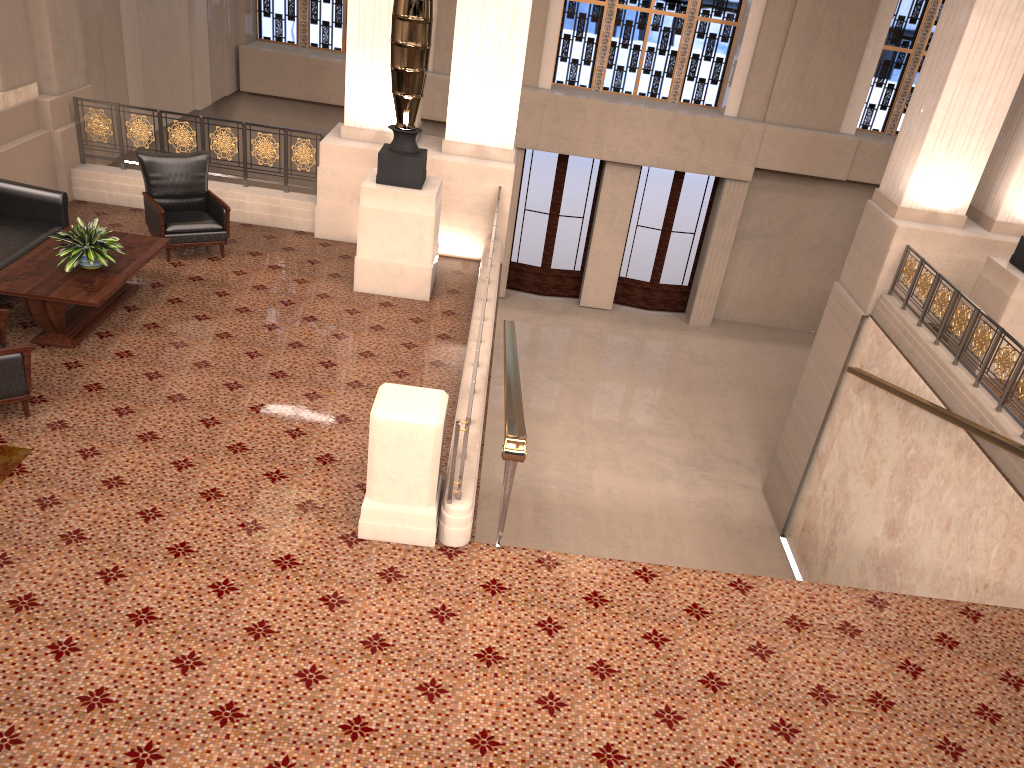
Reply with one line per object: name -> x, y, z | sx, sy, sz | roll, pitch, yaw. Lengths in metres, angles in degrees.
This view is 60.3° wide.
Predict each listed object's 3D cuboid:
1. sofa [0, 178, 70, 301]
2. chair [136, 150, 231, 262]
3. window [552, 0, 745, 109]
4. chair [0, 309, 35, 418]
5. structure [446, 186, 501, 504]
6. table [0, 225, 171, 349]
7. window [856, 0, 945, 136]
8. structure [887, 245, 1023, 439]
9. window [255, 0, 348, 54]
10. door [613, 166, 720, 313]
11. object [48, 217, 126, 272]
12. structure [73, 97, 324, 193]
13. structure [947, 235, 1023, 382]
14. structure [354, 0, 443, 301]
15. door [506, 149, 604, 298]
sofa -> -4.215, -0.995, 6.752 | 0.875, 0.744, 1.827 | 7, 28, -2
chair -> -3.037, -1.653, 8.186 | 0.640, 0.888, 0.690 | -13, 36, -32
window -> 2.508, -7.437, 14.014 | 2.989, 5.636, 0.066 | 7, 31, -3
chair -> -3.396, -0.228, 5.414 | 0.706, 0.888, 0.626 | -16, 38, -36
structure -> -0.214, -0.650, 6.928 | 0.079, 0.565, 4.692 | 7, 28, -2
table -> -3.322, -0.754, 6.869 | 0.839, 0.459, 1.402 | 8, 28, -3
window -> 7.739, -6.748, 14.288 | 2.989, 5.636, 0.066 | 7, 31, -3
structure -> 3.980, -0.098, 7.147 | 0.079, 0.565, 4.691 | 7, 28, -3
window -> -2.548, -8.103, 13.750 | 2.989, 5.636, 0.066 | 7, 31, -3
door -> 2.817, -2.673, 16.347 | 1.492, 2.865, 0.147 | 7, 31, -3
object -> -3.172, -1.054, 6.558 | 0.493, 0.396, 0.508 | 24, 32, 25
structure -> -3.223, -2.442, 9.136 | 2.536, 0.689, 0.030 | 7, 31, -3
structure -> 4.956, -1.436, 7.977 | 0.700, 2.933, 0.665 | 7, 31, -2
structure -> -0.919, -2.210, 7.670 | 0.700, 2.933, 0.665 | 7, 31, -2
door -> 0.748, -2.946, 16.238 | 1.492, 2.865, 0.147 | 7, 31, -3
